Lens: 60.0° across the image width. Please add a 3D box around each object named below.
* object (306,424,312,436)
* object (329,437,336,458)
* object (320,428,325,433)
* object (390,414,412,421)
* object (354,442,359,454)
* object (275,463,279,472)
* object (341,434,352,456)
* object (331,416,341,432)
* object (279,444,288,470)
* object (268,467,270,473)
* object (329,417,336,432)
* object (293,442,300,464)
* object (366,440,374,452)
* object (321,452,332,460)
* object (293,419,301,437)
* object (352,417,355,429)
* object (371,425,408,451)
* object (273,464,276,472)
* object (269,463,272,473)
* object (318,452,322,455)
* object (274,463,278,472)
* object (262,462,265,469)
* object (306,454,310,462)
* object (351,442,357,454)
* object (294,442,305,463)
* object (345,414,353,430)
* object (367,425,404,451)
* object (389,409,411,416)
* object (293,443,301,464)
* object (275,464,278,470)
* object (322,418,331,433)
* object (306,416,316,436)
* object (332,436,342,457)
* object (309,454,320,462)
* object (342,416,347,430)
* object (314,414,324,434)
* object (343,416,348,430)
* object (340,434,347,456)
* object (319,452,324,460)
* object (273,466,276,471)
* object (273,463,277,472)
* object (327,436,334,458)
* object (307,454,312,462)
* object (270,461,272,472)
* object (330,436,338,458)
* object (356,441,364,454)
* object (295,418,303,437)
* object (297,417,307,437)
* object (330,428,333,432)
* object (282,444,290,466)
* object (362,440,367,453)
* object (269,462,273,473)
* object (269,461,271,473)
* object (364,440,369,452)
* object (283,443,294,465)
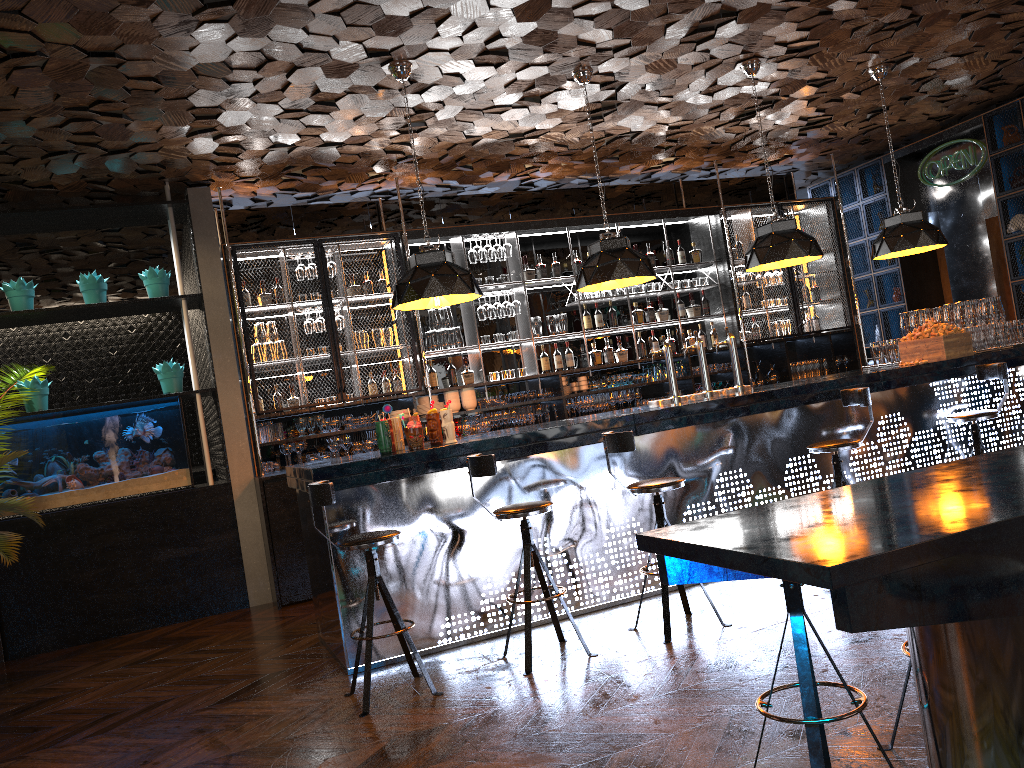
[{"bbox_3d":[-1.833,0.382,8.028,0.087,0.170,0.087,-10,-1,29],"label":"object"},{"bbox_3d":[-1.611,0.590,8.037,0.077,0.229,0.088,-9,-1,-6],"label":"object"},{"bbox_3d":[-1.714,0.383,8.063,0.081,0.132,0.081,-10,-1,40],"label":"object"},{"bbox_3d":[-1.026,0.313,8.179,0.209,0.060,0.211,-10,-1,28],"label":"object"},{"bbox_3d":[-1.409,0.601,8.097,0.065,0.146,0.074,-9,-1,-9],"label":"object"},{"bbox_3d":[-2.034,0.727,7.714,0.034,0.080,0.034,-10,-1,33],"label":"object"},{"bbox_3d":[-1.484,0.569,7.995,0.088,0.229,0.077,-8,-1,-22],"label":"object"},{"bbox_3d":[-1.566,0.357,7.909,0.081,0.132,0.081,-10,-1,40],"label":"object"},{"bbox_3d":[-2.031,0.655,7.965,0.091,0.227,0.091,-9,-1,-18],"label":"object"},{"bbox_3d":[-2.174,0.744,7.937,0.031,0.098,0.031,-9,-1,-17],"label":"object"},{"bbox_3d":[-1.612,0.366,8.020,0.081,0.132,0.081,-10,-1,40],"label":"object"},{"bbox_3d":[-1.926,0.639,7.981,0.091,0.227,0.091,-10,-1,31],"label":"object"},{"bbox_3d":[-1.284,0.580,8.040,0.074,0.146,0.065,-8,-1,-27],"label":"object"},{"bbox_3d":[-1.639,0.655,7.851,0.093,0.101,0.093,-10,-1,31],"label":"object"},{"bbox_3d":[-1.920,0.395,8.006,0.087,0.170,0.087,-10,-1,29],"label":"object"},{"bbox_3d":[-1.439,0.357,8.135,0.078,0.103,0.078,-9,-1,21],"label":"object"},{"bbox_3d":[-1.096,0.513,8.163,0.376,0.227,0.186,-8,-1,-23],"label":"object"},{"bbox_3d":[-2.115,0.744,7.920,0.034,0.080,0.034,-9,-1,-12],"label":"object"},{"bbox_3d":[-2.118,0.733,7.798,0.031,0.098,0.031,-9,-1,24],"label":"object"},{"bbox_3d":[-1.715,0.670,8.043,0.093,0.101,0.093,-9,-1,-7],"label":"object"},{"bbox_3d":[-2.068,0.734,7.796,0.034,0.080,0.034,-9,-1,-13],"label":"object"},{"bbox_3d":[-2.211,0.750,7.935,0.033,0.101,0.033,-10,-1,33],"label":"object"},{"bbox_3d":[-1.813,0.685,8.007,0.093,0.101,0.093,-8,-1,-35],"label":"object"},{"bbox_3d":[-1.444,0.608,8.188,0.065,0.146,0.074,-9,-1,8],"label":"object"},{"bbox_3d":[-1.852,0.623,7.773,0.091,0.227,0.091,-9,-1,1],"label":"object"},{"bbox_3d":[-1.454,0.341,7.941,0.074,0.131,0.074,-9,-1,-9],"label":"object"},{"bbox_3d":[-1.166,0.528,8.346,0.376,0.227,0.186,-8,-1,-23],"label":"object"},{"bbox_3d":[-1.032,0.272,8.180,0.211,0.060,0.209,-9,-1,23],"label":"object"},{"bbox_3d":[-1.887,0.631,7.871,0.091,0.227,0.091,-10,-1,32],"label":"object"},{"bbox_3d":[-2.052,0.731,7.759,0.034,0.080,0.034,-10,-1,36],"label":"object"},{"bbox_3d":[-1.661,0.372,7.927,0.081,0.132,0.081,-10,-1,40],"label":"object"},{"bbox_3d":[-1.781,0.371,7.893,0.087,0.170,0.087,-10,-1,29],"label":"object"},{"bbox_3d":[-1.547,0.577,7.877,0.088,0.229,0.077,-9,-1,-8],"label":"object"},{"bbox_3d":[-1.739,0.670,7.810,0.093,0.101,0.093,-10,-1,37],"label":"object"},{"bbox_3d":[-1.514,0.354,8.103,0.074,0.131,0.074,-9,-1,-9],"label":"object"},{"bbox_3d":[-1.692,0.356,7.831,0.087,0.170,0.087,-10,-1,29],"label":"object"},{"bbox_3d":[-1.483,0.347,8.023,0.074,0.131,0.074,-9,-1,-9],"label":"object"},{"bbox_3d":[-1.525,0.578,8.111,0.088,0.229,0.077,-9,-1,-20],"label":"object"},{"bbox_3d":[-1.683,0.663,7.947,0.093,0.101,0.093,-9,-1,-1],"label":"object"},{"bbox_3d":[-2.130,0.747,7.964,0.034,0.080,0.034,-9,-1,-12],"label":"object"},{"bbox_3d":[-2.097,0.741,7.880,0.034,0.080,0.034,-8,-1,-22],"label":"object"},{"bbox_3d":[-1.643,0.597,8.124,0.088,0.229,0.077,-10,-1,43],"label":"object"},{"bbox_3d":[-1.777,0.677,7.909,0.093,0.101,0.093,-10,-1,29],"label":"object"},{"bbox_3d":[-2.131,0.736,7.836,0.031,0.098,0.031,-9,-1,0],"label":"object"},{"bbox_3d":[-1.579,0.583,7.963,0.077,0.229,0.088,-10,-1,28],"label":"object"},{"bbox_3d":[-1.370,0.593,8.001,0.074,0.146,0.065,-8,-2,-45],"label":"object"},{"bbox_3d":[-1.878,0.386,7.896,0.087,0.170,0.087,-10,-1,29],"label":"object"},{"bbox_3d":[-1.835,0.378,7.786,0.087,0.170,0.087,-10,-1,29],"label":"object"},{"bbox_3d":[-1.655,0.375,8.141,0.081,0.132,0.081,-10,-1,40],"label":"object"},{"bbox_3d":[-1.976,0.644,7.843,0.091,0.227,0.091,-9,-1,18],"label":"object"},{"bbox_3d":[-1.356,0.596,8.236,0.074,0.146,0.065,-9,-1,1],"label":"object"},{"bbox_3d":[-2.093,0.728,7.728,0.031,0.098,0.031,-10,-1,42],"label":"object"},{"bbox_3d":[-2.160,0.741,7.904,0.031,0.098,0.031,-9,-1,25],"label":"object"},{"bbox_3d":[-1.323,0.588,8.139,0.065,0.146,0.074,-9,-1,1],"label":"object"},{"bbox_3d":[-1.939,0.636,7.741,0.091,0.227,0.091,-10,-1,31],"label":"object"}]
